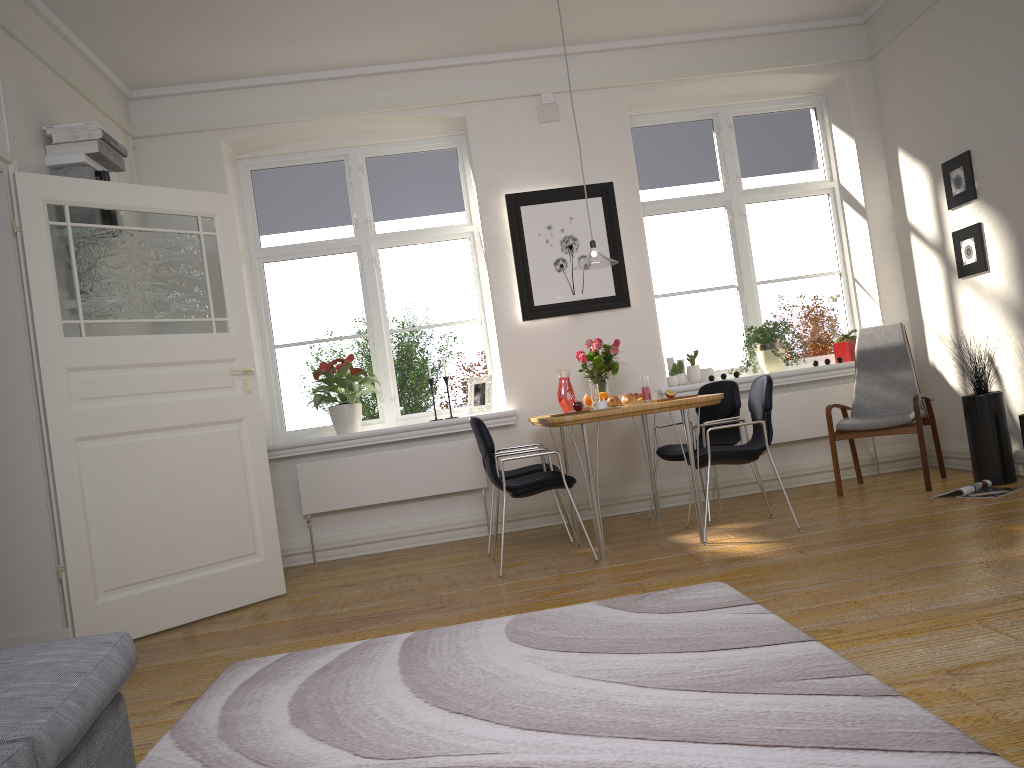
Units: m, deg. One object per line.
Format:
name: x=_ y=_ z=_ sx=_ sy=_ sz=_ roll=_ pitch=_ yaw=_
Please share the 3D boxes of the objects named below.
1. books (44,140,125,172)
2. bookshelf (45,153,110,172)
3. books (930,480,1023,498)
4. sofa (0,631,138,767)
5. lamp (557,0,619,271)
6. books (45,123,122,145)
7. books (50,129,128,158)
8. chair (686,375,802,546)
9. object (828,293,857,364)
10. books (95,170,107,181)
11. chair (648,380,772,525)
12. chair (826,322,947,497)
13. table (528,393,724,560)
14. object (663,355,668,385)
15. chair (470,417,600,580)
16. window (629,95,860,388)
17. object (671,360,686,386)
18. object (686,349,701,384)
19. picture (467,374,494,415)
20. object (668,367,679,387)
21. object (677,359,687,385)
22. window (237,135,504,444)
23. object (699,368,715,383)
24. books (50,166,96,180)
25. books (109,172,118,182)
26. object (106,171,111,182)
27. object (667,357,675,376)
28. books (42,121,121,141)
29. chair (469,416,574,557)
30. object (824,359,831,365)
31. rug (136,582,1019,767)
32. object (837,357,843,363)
books: x=-2.206 y=-1.167 z=4.591 sx=0.260 sy=0.065 sz=0.350 roll=-8 pitch=-2 yaw=-4
bookshelf: x=-2.176 y=-0.705 z=4.566 sx=0.194 sy=0.860 sz=0.339 roll=-8 pitch=-1 yaw=-4
books: x=2.541 y=0.574 z=4.858 sx=0.311 sy=0.048 sz=0.365 roll=-7 pitch=-2 yaw=-36
sofa: x=-1.176 y=0.632 z=0.195 sx=1.106 sy=0.772 sz=3.047 roll=-8 pitch=-2 yaw=-4
lamp: x=0.353 y=-1.570 z=5.091 sx=0.267 sy=1.808 sz=0.260 roll=-8 pitch=-1 yaw=-22
books: x=-2.201 y=-1.266 z=4.564 sx=0.260 sy=0.030 sz=0.303 roll=-8 pitch=-2 yaw=-5
books: x=-2.176 y=-1.229 z=4.573 sx=0.250 sy=0.049 sz=0.330 roll=-8 pitch=-2 yaw=-4
chair: x=1.172 y=0.383 z=4.735 sx=0.523 sy=0.803 sz=0.579 roll=-8 pitch=-1 yaw=1
object: x=2.386 y=-0.407 z=6.364 sx=0.270 sy=0.501 sz=0.156 roll=-8 pitch=-1 yaw=-24
books: x=-2.206 y=-0.926 z=4.559 sx=0.273 sy=0.310 sz=0.062 roll=-8 pitch=-1 yaw=-6
chair: x=1.157 y=0.404 z=5.441 sx=0.532 sy=0.803 sz=0.569 roll=-7 pitch=-1 yaw=-31
chair: x=2.308 y=0.142 z=5.527 sx=0.534 sy=1.027 sz=0.595 roll=-9 pitch=-1 yaw=35
table: x=0.637 y=0.499 z=5.027 sx=0.916 sy=0.745 sz=1.494 roll=-8 pitch=-1 yaw=-4
object: x=1.087 y=-0.088 z=6.401 sx=0.052 sy=0.238 sz=0.050 roll=-7 pitch=-2 yaw=-45
chair: x=0.095 y=0.534 z=4.625 sx=0.526 sy=0.803 sz=0.576 roll=-8 pitch=-1 yaw=-6
window: x=146.280 y=-33.313 z=170.571 sx=498.433 sy=104.400 sz=296.159 roll=-8 pitch=-1 yaw=-5
object: x=1.170 y=-0.078 z=6.238 sx=0.110 sy=0.185 sz=0.100 roll=-9 pitch=-1 yaw=18
object: x=1.286 y=-0.122 z=6.286 sx=0.104 sy=0.244 sz=0.096 roll=-7 pitch=-1 yaw=-27
picture: x=-0.210 y=0.075 z=6.165 sx=0.212 sy=0.270 sz=0.116 roll=-9 pitch=-1 yaw=33
object: x=1.118 y=-0.048 z=6.164 sx=0.071 sy=0.137 sz=0.072 roll=-8 pitch=-1 yaw=15
object: x=1.227 y=-0.083 z=6.391 sx=0.052 sy=0.188 sz=0.050 roll=-7 pitch=-2 yaw=-45
window: x=-1.377 y=-0.324 z=8.847 sx=2.018 sy=2.474 sz=5.319 roll=-8 pitch=-1 yaw=-5
object: x=1.386 y=-0.062 z=6.342 sx=0.130 sy=0.097 sz=0.137 roll=-9 pitch=-2 yaw=35
books: x=-2.199 y=-0.929 z=4.472 sx=0.191 sy=0.307 sz=0.065 roll=-8 pitch=-1 yaw=-6
books: x=-2.169 y=-0.930 z=4.604 sx=0.260 sy=0.309 sz=0.070 roll=-8 pitch=-1 yaw=-6
object: x=-2.191 y=-0.928 z=4.581 sx=0.259 sy=0.311 sz=0.049 roll=-8 pitch=-1 yaw=-6
object: x=1.156 y=-0.086 z=6.398 sx=0.052 sy=0.213 sz=0.050 roll=-7 pitch=-2 yaw=-45
books: x=-2.216 y=-1.286 z=4.578 sx=0.266 sy=0.015 sz=0.313 roll=-8 pitch=-2 yaw=-5
chair: x=0.057 y=0.558 z=5.320 sx=0.523 sy=0.803 sz=0.580 roll=-8 pitch=-1 yaw=2
object: x=2.204 y=-0.158 z=6.190 sx=0.042 sy=0.048 sz=0.042 roll=-8 pitch=-1 yaw=2
rug: x=-0.004 y=0.869 z=1.660 sx=1.958 sy=0.008 sz=3.694 roll=-8 pitch=-2 yaw=-4
object: x=2.295 y=-0.170 z=6.199 sx=0.042 sy=0.048 sz=0.042 roll=-8 pitch=-1 yaw=2
